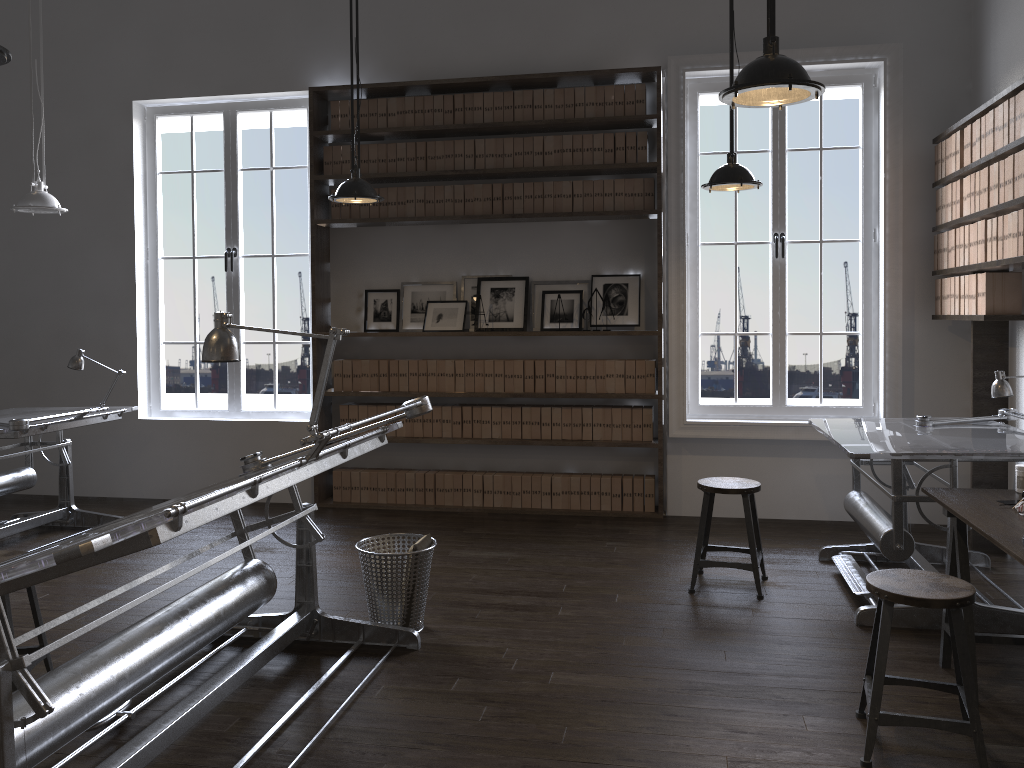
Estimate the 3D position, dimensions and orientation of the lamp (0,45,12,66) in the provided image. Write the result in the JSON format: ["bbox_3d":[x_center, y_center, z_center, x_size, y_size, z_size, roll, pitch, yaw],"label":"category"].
[{"bbox_3d":[-1.415,-1.937,2.144,0.313,2.249,0.311,0,2,31],"label":"lamp"}]

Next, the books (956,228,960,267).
[{"bbox_3d":[2.642,-0.781,5.062,0.174,0.225,0.067,0,2,11],"label":"books"}]

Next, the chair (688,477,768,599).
[{"bbox_3d":[1.087,0.756,4.436,0.358,0.527,0.372,0,3,19],"label":"chair"}]

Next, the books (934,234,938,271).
[{"bbox_3d":[2.715,-0.814,5.485,0.174,0.225,0.067,0,2,11],"label":"books"}]

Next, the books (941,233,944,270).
[{"bbox_3d":[2.695,-0.804,5.349,0.174,0.225,0.067,0,2,11],"label":"books"}]

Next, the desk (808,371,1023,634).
[{"bbox_3d":[2.076,0.469,4.272,1.071,1.096,1.271,0,3,11],"label":"desk"}]

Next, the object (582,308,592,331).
[{"bbox_3d":[0.509,-0.435,6.007,0.066,0.165,0.040,0,2,11],"label":"object"}]

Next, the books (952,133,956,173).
[{"bbox_3d":[2.644,-1.336,5.114,0.174,0.225,0.067,0,2,11],"label":"books"}]

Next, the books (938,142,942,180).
[{"bbox_3d":[2.695,-1.358,5.392,0.174,0.225,0.067,0,2,11],"label":"books"}]

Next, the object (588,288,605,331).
[{"bbox_3d":[0.574,-0.507,6.029,0.118,0.304,0.040,0,1,11],"label":"object"}]

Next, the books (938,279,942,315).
[{"bbox_3d":[2.703,-0.532,5.413,0.174,0.225,0.067,0,2,11],"label":"books"}]

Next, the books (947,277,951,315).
[{"bbox_3d":[2.664,-0.516,5.214,0.174,0.225,0.067,0,2,11],"label":"books"}]

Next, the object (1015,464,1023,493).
[{"bbox_3d":[1.976,0.365,3.408,0.068,0.104,0.068,0,2,15],"label":"object"}]

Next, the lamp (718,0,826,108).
[{"bbox_3d":[0.777,-1.995,2.660,0.313,2.249,0.311,-1,1,-10],"label":"lamp"}]

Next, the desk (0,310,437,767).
[{"bbox_3d":[-0.965,0.451,2.955,1.076,1.384,2.285,0,4,11],"label":"desk"}]

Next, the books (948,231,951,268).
[{"bbox_3d":[2.669,-0.793,5.209,0.174,0.225,0.067,0,2,11],"label":"books"}]

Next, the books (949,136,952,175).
[{"bbox_3d":[2.661,-1.342,5.182,0.174,0.225,0.067,0,2,11],"label":"books"}]

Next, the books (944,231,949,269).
[{"bbox_3d":[2.678,-0.798,5.280,0.174,0.225,0.067,0,2,11],"label":"books"}]

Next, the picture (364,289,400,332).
[{"bbox_3d":[-0.953,-0.537,6.500,0.267,0.315,0.058,0,2,11],"label":"picture"}]

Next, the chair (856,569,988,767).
[{"bbox_3d":[1.271,0.883,2.764,0.358,0.527,0.372,0,3,19],"label":"chair"}]

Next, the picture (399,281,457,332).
[{"bbox_3d":[-0.608,-0.558,6.416,0.415,0.365,0.083,0,2,11],"label":"picture"}]

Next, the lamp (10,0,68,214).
[{"bbox_3d":[-2.867,-2.168,5.327,0.313,2.249,0.311,-1,1,-10],"label":"lamp"}]

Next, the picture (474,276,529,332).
[{"bbox_3d":[-0.072,-0.564,6.265,0.373,0.391,0.149,0,2,11],"label":"picture"}]

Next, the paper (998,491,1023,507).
[{"bbox_3d":[1.858,0.417,3.196,0.137,0.038,0.155,-1,4,-4],"label":"paper"}]

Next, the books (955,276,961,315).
[{"bbox_3d":[2.641,-0.505,5.071,0.174,0.225,0.067,0,2,11],"label":"books"}]

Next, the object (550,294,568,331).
[{"bbox_3d":[0.324,-0.486,6.068,0.124,0.260,0.040,0,2,11],"label":"object"}]

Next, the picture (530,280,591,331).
[{"bbox_3d":[0.344,-0.549,6.238,0.434,0.360,0.095,0,2,11],"label":"picture"}]

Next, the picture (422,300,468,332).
[{"bbox_3d":[-0.476,-0.481,6.316,0.300,0.229,0.145,0,2,11],"label":"picture"}]

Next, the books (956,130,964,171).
[{"bbox_3d":[2.632,-1.331,5.042,0.174,0.225,0.067,0,2,11],"label":"books"}]

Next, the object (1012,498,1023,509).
[{"bbox_3d":[1.824,0.427,3.180,0.011,0.017,0.172,2,5,42],"label":"object"}]

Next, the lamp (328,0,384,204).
[{"bbox_3d":[-0.885,-2.157,4.958,0.313,2.249,0.311,-1,1,-10],"label":"lamp"}]

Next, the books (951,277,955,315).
[{"bbox_3d":[2.651,-0.510,5.143,0.174,0.225,0.067,0,2,11],"label":"books"}]

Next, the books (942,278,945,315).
[{"bbox_3d":[2.695,-0.526,5.339,0.174,0.225,0.067,0,2,11],"label":"books"}]

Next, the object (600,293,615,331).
[{"bbox_3d":[0.647,-0.488,6.044,0.110,0.261,0.040,0,2,11],"label":"object"}]

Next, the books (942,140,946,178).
[{"bbox_3d":[2.685,-1.353,5.320,0.174,0.225,0.067,0,2,11],"label":"books"}]

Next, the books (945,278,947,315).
[{"bbox_3d":[2.680,-0.521,5.275,0.174,0.225,0.067,0,2,11],"label":"books"}]

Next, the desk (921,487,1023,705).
[{"bbox_3d":[1.806,0.813,2.666,0.655,0.668,1.672,0,4,11],"label":"desk"}]

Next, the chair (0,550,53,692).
[{"bbox_3d":[-1.844,0.883,3.096,0.372,0.527,0.359,-1,2,-11],"label":"chair"}]

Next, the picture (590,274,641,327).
[{"bbox_3d":[0.717,-0.579,6.137,0.343,0.364,0.161,0,2,11],"label":"picture"}]

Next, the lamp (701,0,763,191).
[{"bbox_3d":[1.132,-2.144,4.574,0.313,2.249,0.311,-1,1,-10],"label":"lamp"}]

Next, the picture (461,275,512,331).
[{"bbox_3d":[-0.185,-0.576,6.339,0.369,0.405,0.091,0,2,11],"label":"picture"}]

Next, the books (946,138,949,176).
[{"bbox_3d":[2.675,-1.347,5.251,0.174,0.225,0.067,0,2,11],"label":"books"}]

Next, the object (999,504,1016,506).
[{"bbox_3d":[1.818,0.430,3.176,0.156,0.006,0.006,-1,3,-10],"label":"object"}]

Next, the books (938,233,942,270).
[{"bbox_3d":[2.708,-0.809,5.418,0.174,0.225,0.067,0,2,11],"label":"books"}]

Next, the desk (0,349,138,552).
[{"bbox_3d":[-2.892,0.389,5.266,1.171,1.187,1.271,0,3,11],"label":"desk"}]

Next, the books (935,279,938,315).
[{"bbox_3d":[2.722,-0.537,5.486,0.174,0.225,0.067,0,2,11],"label":"books"}]

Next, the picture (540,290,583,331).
[{"bbox_3d":[0.349,-0.511,6.196,0.289,0.290,0.127,0,2,11],"label":"picture"}]

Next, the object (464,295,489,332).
[{"bbox_3d":[-0.246,-0.489,6.162,0.174,0.260,0.040,0,2,11],"label":"object"}]

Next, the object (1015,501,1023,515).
[{"bbox_3d":[1.813,0.424,3.070,0.132,0.050,0.197,3,5,40],"label":"object"}]

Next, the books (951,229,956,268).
[{"bbox_3d":[2.650,-0.787,5.136,0.174,0.225,0.067,0,2,11],"label":"books"}]
